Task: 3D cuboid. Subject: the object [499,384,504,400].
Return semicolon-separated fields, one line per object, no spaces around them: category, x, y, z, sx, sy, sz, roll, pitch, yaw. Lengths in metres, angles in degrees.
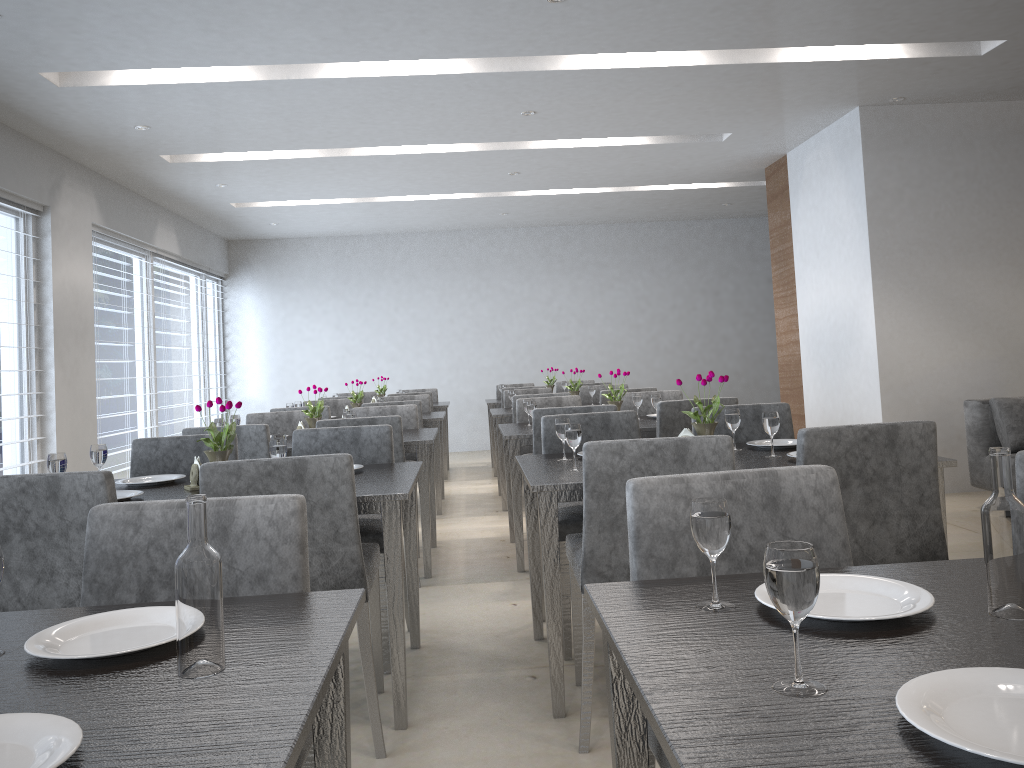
object;-0.094;0.073;8.114;0.053;0.140;0.053;0;-4;-45

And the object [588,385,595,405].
object;0.574;0.081;6.348;0.053;0.140;0.053;0;-4;-45

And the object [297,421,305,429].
object;-1.047;0.233;4.390;0.070;0.100;0.202;-2;0;-33

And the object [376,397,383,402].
object;-0.936;0.161;6.290;0.053;0.140;0.053;0;-4;-45

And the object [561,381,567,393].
object;0.482;0.042;8.145;0.053;0.140;0.053;0;-4;-45

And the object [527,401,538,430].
object;0.101;0.155;4.328;0.053;0.140;0.053;-5;-3;39

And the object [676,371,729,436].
object;0.613;0.096;2.798;0.155;0.277;0.103;-3;-3;-6

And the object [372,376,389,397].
object;-1.167;0.066;7.884;0.155;0.277;0.103;-3;-3;-6

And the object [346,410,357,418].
object;-0.788;0.201;4.349;0.053;0.140;0.053;-5;-3;39

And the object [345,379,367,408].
object;-1.075;0.104;6.109;0.155;0.277;0.103;-3;-3;-6

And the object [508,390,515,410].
object;-0.001;0.112;6.317;0.053;0.140;0.053;0;-4;-45

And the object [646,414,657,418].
object;0.825;0.169;4.707;0.216;0.015;0.217;-2;2;43

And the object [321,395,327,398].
object;-1.647;0.164;7.736;0.053;0.140;0.053;0;-4;-45

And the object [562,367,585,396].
object;0.439;0.023;6.191;0.155;0.277;0.103;-3;-3;-6

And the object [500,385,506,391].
object;-0.079;0.079;7.823;0.053;0.140;0.053;0;-4;-45

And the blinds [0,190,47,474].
blinds;-2.779;-0.048;2.045;0.045;2.046;7.085;-3;1;-3

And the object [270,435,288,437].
object;-1.272;0.282;4.593;0.217;0.015;0.216;-3;1;-3

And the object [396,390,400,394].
object;-1.027;0.123;8.063;0.053;0.140;0.053;0;-4;-45

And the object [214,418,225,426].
object;-1.409;0.235;4.263;0.053;0.140;0.053;-5;-3;39

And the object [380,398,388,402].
object;-0.876;0.164;6.053;0.053;0.140;0.053;0;-4;-45

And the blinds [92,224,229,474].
blinds;-3.088;-0.178;8.048;0.045;2.048;3.644;-3;0;-3

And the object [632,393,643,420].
object;0.662;0.117;4.651;0.053;0.140;0.053;0;-4;-45

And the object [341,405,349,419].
object;-1.135;0.196;6.096;0.070;0.100;0.202;-2;0;-33

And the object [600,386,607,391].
object;0.635;0.083;6.111;0.053;0.140;0.053;0;-4;-45

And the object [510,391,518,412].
object;0.014;0.118;6.026;0.053;0.140;0.053;0;-4;-45

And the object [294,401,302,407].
object;-1.512;0.192;6.258;0.053;0.140;0.053;0;-4;-45

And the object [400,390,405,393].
object;-0.967;0.126;7.827;0.053;0.140;0.053;0;-4;-45

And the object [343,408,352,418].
object;-0.848;0.198;4.586;0.053;0.140;0.053;-5;-3;39

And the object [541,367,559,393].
object;0.348;-0.015;7.966;0.155;0.277;0.103;-3;-3;-6

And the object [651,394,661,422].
object;0.722;0.120;4.414;0.053;0.140;0.053;0;-4;-45

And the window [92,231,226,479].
window;-3.191;-0.145;8.031;0.159;2.078;3.652;-3;0;-3

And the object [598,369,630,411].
object;0.527;0.060;4.486;0.155;0.277;0.103;-3;-3;-6

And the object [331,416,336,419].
object;-1.360;0.245;6.298;0.217;0.015;0.216;-4;2;-25

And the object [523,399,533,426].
object;0.086;0.148;4.619;0.053;0.140;0.053;0;-4;-45

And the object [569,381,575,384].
object;0.542;0.045;7.908;0.053;0.140;0.053;0;-4;-45

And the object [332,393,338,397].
object;-1.603;0.154;8.032;0.053;0.140;0.053;0;-4;-45

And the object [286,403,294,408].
object;-1.497;0.199;5.967;0.053;0.140;0.053;0;-4;-45

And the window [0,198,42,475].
window;-2.883;-0.016;2.049;0.159;2.076;7.090;-3;1;-3

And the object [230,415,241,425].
object;-1.424;0.229;4.554;0.053;0.140;0.053;-5;-3;39

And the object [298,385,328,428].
object;-0.988;0.141;4.403;0.155;0.277;0.103;-3;-3;-6

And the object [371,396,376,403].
object;-1.226;0.158;7.871;0.070;0.100;0.202;-2;0;-33
